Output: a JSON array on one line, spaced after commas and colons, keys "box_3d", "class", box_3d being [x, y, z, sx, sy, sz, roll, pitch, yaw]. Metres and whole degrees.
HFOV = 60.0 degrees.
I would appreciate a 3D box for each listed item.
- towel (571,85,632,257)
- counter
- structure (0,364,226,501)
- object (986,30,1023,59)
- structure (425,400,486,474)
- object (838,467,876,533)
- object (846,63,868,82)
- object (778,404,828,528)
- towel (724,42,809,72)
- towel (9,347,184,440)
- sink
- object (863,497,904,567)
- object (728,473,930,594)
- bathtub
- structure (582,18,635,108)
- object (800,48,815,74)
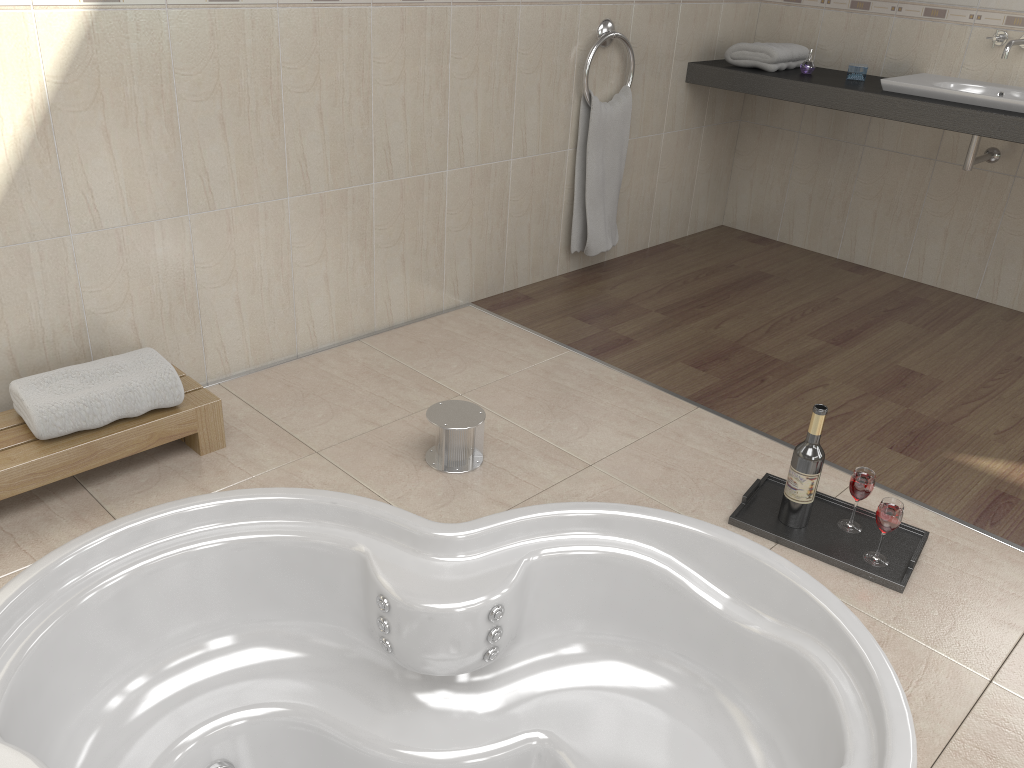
[{"box_3d": [0.358, -0.819, 3.441, 0.101, 0.634, 0.280, 25, 34, 35], "class": "towel"}, {"box_3d": [2.039, -0.797, 2.882, 3.220, 0.080, 0.510, 27, 35, 37], "class": "counter"}, {"box_3d": [-1.269, 0.237, 1.901, 0.260, 0.140, 1.280, 27, 35, 37], "class": "structure"}, {"box_3d": [1.803, -1.211, 3.170, 0.245, 0.082, 0.211, 27, 35, 37], "class": "object"}, {"box_3d": [-0.145, 0.134, 2.259, 0.150, 0.131, 0.150, -15, 33, -33], "class": "structure"}, {"box_3d": [0.807, 0.270, 2.071, 0.055, 0.153, 0.055, 22, 32, 31], "class": "object"}, {"box_3d": [1.359, -1.228, 3.491, 0.072, 0.053, 0.102, 12, 28, 16], "class": "object"}, {"box_3d": [0.680, 0.187, 2.047, 0.070, 0.307, 0.070, 8, 27, 8], "class": "object"}, {"box_3d": [1.060, -1.369, 3.680, 0.233, 0.099, 0.331, 23, 33, 33], "class": "towel"}, {"box_3d": [-0.982, 0.017, 2.106, 0.331, 0.099, 0.233, -19, 35, -37], "class": "towel"}, {"box_3d": [1.718, -0.925, 3.238, 0.670, 0.288, 0.403, 27, 35, 37], "class": "sink"}, {"box_3d": [0.823, 0.327, 1.961, 0.055, 0.153, 0.055, 22, 32, 31], "class": "object"}, {"box_3d": [0.748, 0.331, 2.090, 0.400, 0.040, 0.250, 20, 31, 29], "class": "object"}, {"box_3d": [-0.161, 0.956, 1.488, 1.751, 0.674, 1.754, 3, 27, -2], "class": "bathtub"}, {"box_3d": [0.353, -1.172, 3.281, 0.051, 0.332, 0.291, 27, 35, 37], "class": "structure"}, {"box_3d": [1.188, -1.293, 3.550, 0.059, 0.094, 0.059, 23, 33, 33], "class": "object"}]
